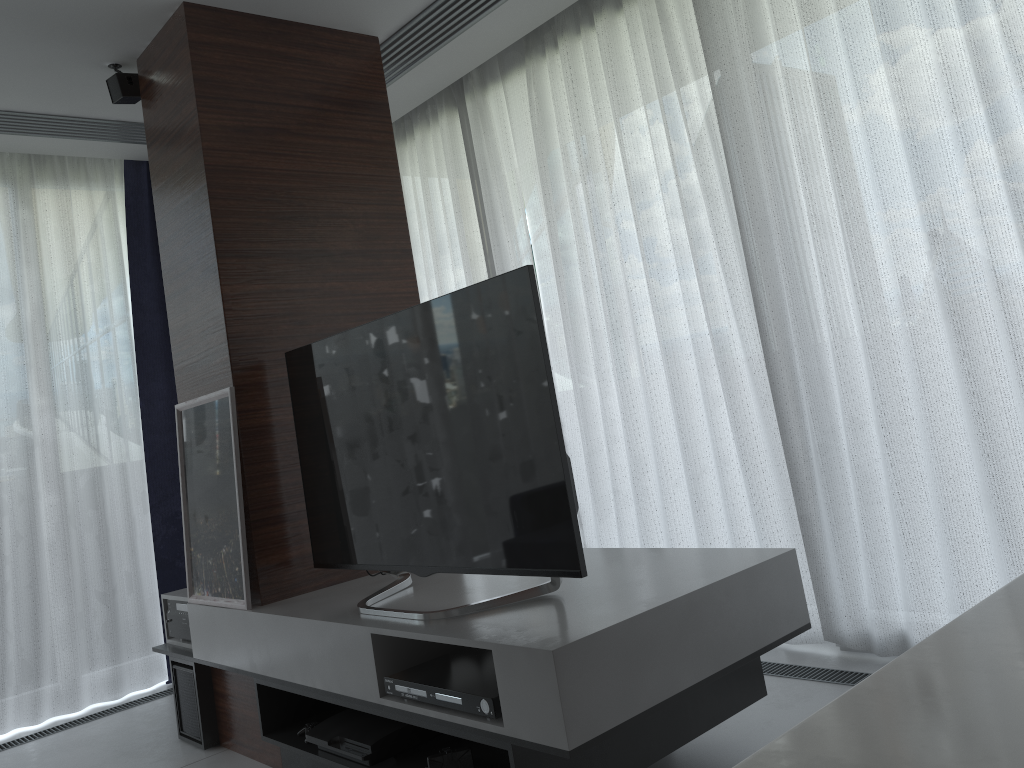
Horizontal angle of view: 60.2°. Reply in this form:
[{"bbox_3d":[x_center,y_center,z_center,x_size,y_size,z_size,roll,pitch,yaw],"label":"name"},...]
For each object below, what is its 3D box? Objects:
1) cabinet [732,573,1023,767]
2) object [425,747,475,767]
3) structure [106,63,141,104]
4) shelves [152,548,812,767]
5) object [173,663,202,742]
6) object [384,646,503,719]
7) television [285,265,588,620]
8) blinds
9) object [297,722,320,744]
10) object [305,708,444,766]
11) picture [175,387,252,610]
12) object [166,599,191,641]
[{"bbox_3d":[0.231,-0.356,0.190,3.348,2.576,0.776,-6,-7,-41],"label":"cabinet"},{"bbox_3d":[-0.156,0.914,2.160,0.117,0.080,0.182,-9,-3,-11],"label":"object"},{"bbox_3d":[-1.513,-1.169,3.452,0.083,0.144,0.114,-14,-7,39],"label":"structure"},{"bbox_3d":[-0.305,0.877,2.832,0.876,0.504,2.322,-7,-4,-41],"label":"shelves"},{"bbox_3d":[-1.076,1.135,3.261,0.255,0.253,0.210,-6,-6,-41],"label":"object"},{"bbox_3d":[-0.050,0.700,2.122,0.337,0.053,0.425,-8,-3,-41],"label":"object"},{"bbox_3d":[-0.272,0.198,2.434,0.298,0.793,1.216,-4,-6,-41],"label":"television"},{"bbox_3d":[-1.741,-0.103,0.951,7.166,2.798,5.730,-8,-4,-38],"label":"blinds"},{"bbox_3d":[-0.591,1.026,2.615,0.071,0.037,0.111,-8,-3,-28],"label":"object"},{"bbox_3d":[-0.366,0.966,2.484,0.315,0.068,0.310,-8,-3,-41],"label":"object"},{"bbox_3d":[-1.026,0.391,3.001,0.053,0.707,0.494,-3,-8,-41],"label":"picture"},{"bbox_3d":[-1.102,0.879,3.430,0.370,0.151,0.365,-7,-4,-41],"label":"object"}]
